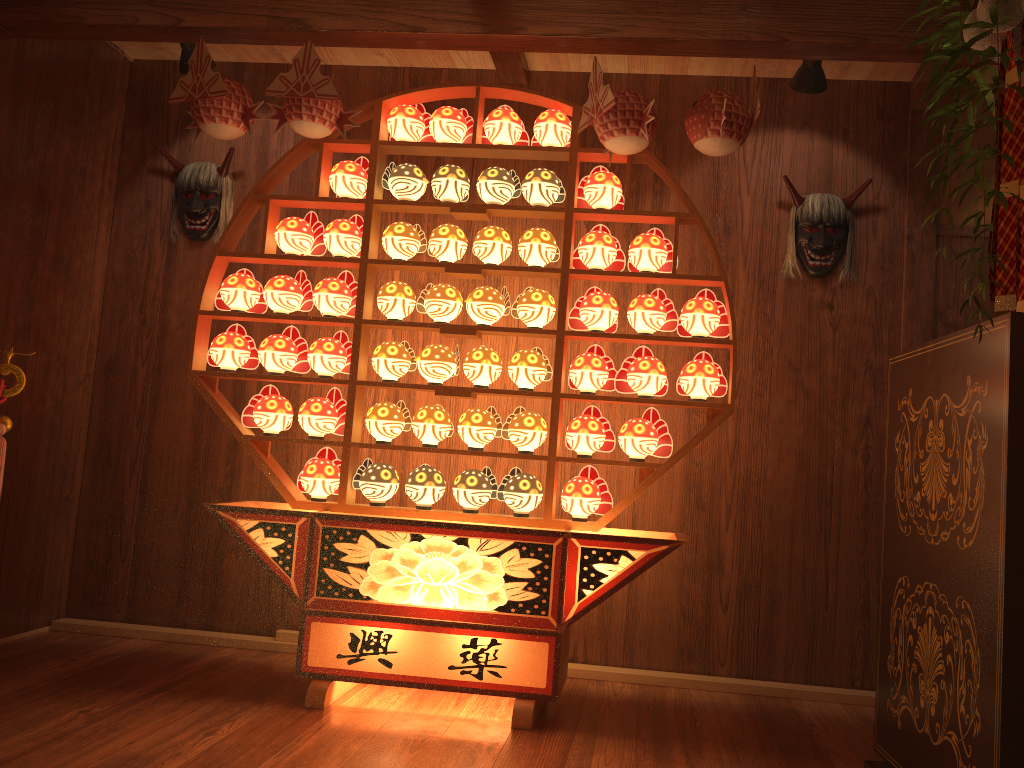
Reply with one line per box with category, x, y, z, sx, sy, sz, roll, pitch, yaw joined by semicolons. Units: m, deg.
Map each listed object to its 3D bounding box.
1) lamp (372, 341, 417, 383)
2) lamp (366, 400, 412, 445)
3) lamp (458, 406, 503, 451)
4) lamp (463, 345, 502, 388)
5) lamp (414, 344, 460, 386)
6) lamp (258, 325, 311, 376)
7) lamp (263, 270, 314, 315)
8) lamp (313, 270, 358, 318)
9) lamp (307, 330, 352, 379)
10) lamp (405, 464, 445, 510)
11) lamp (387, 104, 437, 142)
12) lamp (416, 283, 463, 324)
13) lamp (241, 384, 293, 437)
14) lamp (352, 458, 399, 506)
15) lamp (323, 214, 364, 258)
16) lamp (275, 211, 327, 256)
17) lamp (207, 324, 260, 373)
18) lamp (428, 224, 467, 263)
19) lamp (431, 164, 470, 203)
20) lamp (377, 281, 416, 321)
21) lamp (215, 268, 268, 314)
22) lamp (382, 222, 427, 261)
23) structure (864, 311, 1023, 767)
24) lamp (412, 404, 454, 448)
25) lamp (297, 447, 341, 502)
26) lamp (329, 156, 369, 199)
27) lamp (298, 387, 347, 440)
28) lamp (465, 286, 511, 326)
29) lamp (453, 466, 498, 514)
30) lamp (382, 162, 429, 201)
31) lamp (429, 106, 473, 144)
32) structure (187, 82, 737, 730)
lamp;-0.440;-0.086;3.189;0.135;0.167;0.161;2;-6;28
lamp;-0.461;0.133;3.172;0.134;0.167;0.162;0;-6;37
lamp;-0.129;0.154;3.141;0.134;0.167;0.162;0;-6;37
lamp;-0.104;-0.065;3.157;0.141;0.167;0.155;5;-5;-7
lamp;-0.279;-0.072;3.181;0.160;0.161;0.136;6;-5;-18
lamp;-0.858;-0.128;3.228;0.196;0.200;0.160;3;-5;17
lamp;-0.848;-0.343;3.251;0.175;0.191;0.162;0;-6;37
lamp;-0.660;-0.336;3.231;0.195;0.200;0.161;2;-5;22
lamp;-0.675;-0.113;3.211;0.178;0.192;0.161;2;-5;22
lamp;-0.306;0.364;3.134;0.141;0.161;0.154;5;-5;-12
lamp;-0.394;-0.979;3.269;0.196;0.200;0.160;3;-5;17
lamp;-0.242;-0.290;3.196;0.152;0.161;0.144;0;-6;37
lamp;-0.864;0.095;3.214;0.192;0.194;0.152;7;-6;-33
lamp;-0.467;0.352;3.154;0.152;0.167;0.144;0;-6;37
lamp;-0.625;-0.551;3.249;0.185;0.195;0.161;2;-5;22
lamp;-0.810;-0.565;3.270;0.194;0.200;0.162;1;-6;32
lamp;-1.034;-0.137;3.245;0.191;0.195;0.155;5;-5;-8
lamp;-0.231;-0.510;3.212;0.141;0.161;0.154;5;-5;-12
lamp;-0.225;-0.730;3.231;0.140;0.161;0.156;4;-5;-2
lamp;-0.418;-0.305;3.205;0.141;0.167;0.154;5;-5;-12
lamp;-1.002;-0.351;3.263;0.192;0.187;0.154;5;-5;-13
lamp;-0.411;-0.524;3.231;0.134;0.167;0.162;0;-6;37
structure;1.173;0.500;2.311;0.270;1.250;0.803;4;-5;5
lamp;-0.289;0.146;3.152;0.138;0.161;0.158;4;-5;8
lamp;-0.687;0.323;3.173;0.195;0.198;0.156;4;-5;-3
lamp;-0.607;-0.772;3.269;0.195;0.200;0.161;2;-5;22
lamp;-0.705;0.101;3.192;0.194;0.200;0.162;1;-6;32
lamp;-0.103;-0.284;3.190;0.161;0.167;0.135;7;-6;-28
lamp;-0.146;0.371;3.122;0.134;0.167;0.162;0;-6;37
lamp;-0.377;-0.741;3.258;0.153;0.167;0.142;2;-5;22
lamp;-0.243;-0.959;3.259;0.164;0.179;0.162;0;-6;38
structure;-0.197;0.000;3.162;1.947;2.196;0.493;4;-5;6
